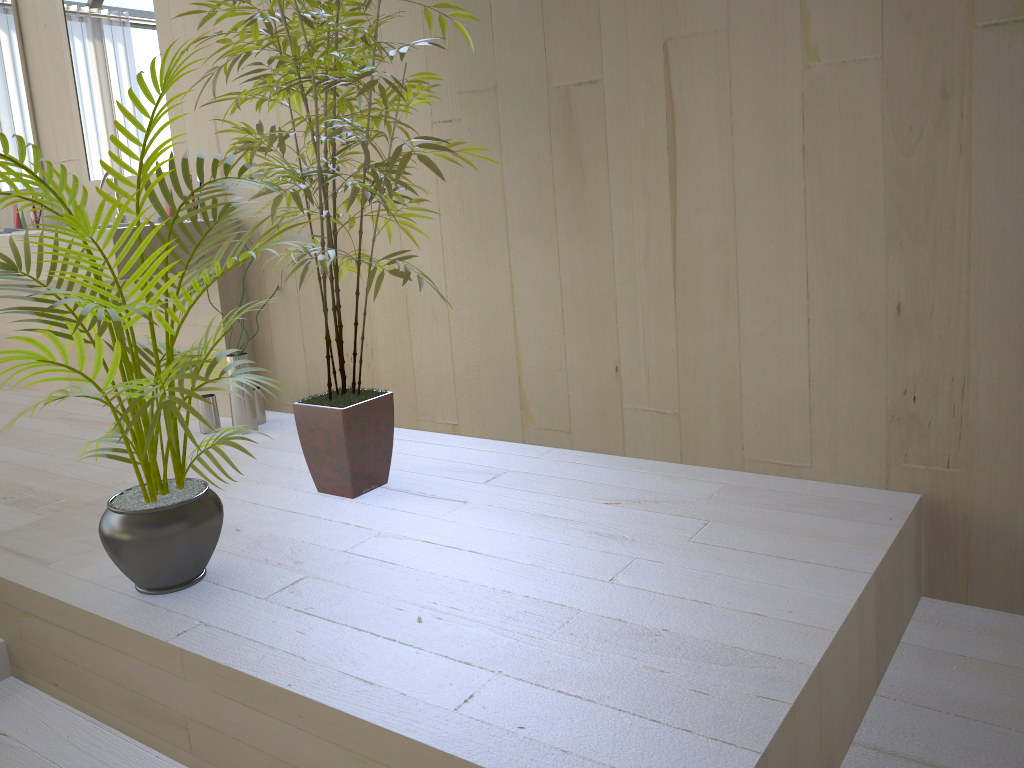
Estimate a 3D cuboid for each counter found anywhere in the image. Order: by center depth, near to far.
[{"bbox_3d":[-1.677,-0.246,3.660,1.207,0.783,0.555,4,13,35],"label":"counter"},{"bbox_3d":[-2.664,-0.326,4.353,1.207,0.783,0.555,4,13,35],"label":"counter"}]

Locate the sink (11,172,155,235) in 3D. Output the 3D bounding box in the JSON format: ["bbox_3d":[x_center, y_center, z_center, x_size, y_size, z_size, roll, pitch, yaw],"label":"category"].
[{"bbox_3d":[-1.708,-0.637,3.535,0.575,0.415,0.508,5,15,38],"label":"sink"}]

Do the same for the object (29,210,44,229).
[{"bbox_3d":[-2.223,-0.763,4.147,0.058,0.099,0.059,5,14,42],"label":"object"}]

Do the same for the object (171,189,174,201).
[{"bbox_3d":[-1.376,-0.716,3.571,0.039,0.133,0.039,-7,10,-13],"label":"object"}]

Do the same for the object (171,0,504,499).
[{"bbox_3d":[-0.474,-0.564,2.441,0.790,1.739,0.941,-10,12,-29],"label":"object"}]

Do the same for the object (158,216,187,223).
[{"bbox_3d":[-1.304,-0.633,3.398,0.104,0.028,0.033,-7,12,-14],"label":"object"}]

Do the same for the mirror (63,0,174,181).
[{"bbox_3d":[-1.670,-1.321,3.760,0.654,0.860,0.023,3,12,35],"label":"mirror"}]

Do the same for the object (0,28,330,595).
[{"bbox_3d":[-0.845,-0.114,1.863,0.918,1.146,0.756,-8,11,-20],"label":"object"}]

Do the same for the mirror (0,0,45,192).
[{"bbox_3d":[-2.533,-1.383,4.333,0.654,0.860,0.023,3,12,35],"label":"mirror"}]

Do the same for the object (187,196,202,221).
[{"bbox_3d":[-1.237,-0.683,3.454,0.059,0.099,0.059,-14,14,-43],"label":"object"}]

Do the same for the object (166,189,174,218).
[{"bbox_3d":[-1.338,-0.695,3.464,0.039,0.133,0.039,-7,10,-13],"label":"object"}]

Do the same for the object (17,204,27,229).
[{"bbox_3d":[-2.362,-0.797,4.263,0.039,0.133,0.039,-5,10,-6],"label":"object"}]

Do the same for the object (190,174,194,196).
[{"bbox_3d":[-1.232,-0.719,3.419,0.012,0.176,0.050,-7,10,-15],"label":"object"}]

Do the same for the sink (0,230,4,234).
[{"bbox_3d":[-2.694,-0.717,4.228,0.575,0.415,0.508,5,15,38],"label":"sink"}]

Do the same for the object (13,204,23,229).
[{"bbox_3d":[-2.325,-0.776,4.157,0.039,0.133,0.039,-5,10,-6],"label":"object"}]

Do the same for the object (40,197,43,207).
[{"bbox_3d":[-2.213,-0.806,4.147,0.054,0.173,0.012,-10,11,-29],"label":"object"}]

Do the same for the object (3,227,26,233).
[{"bbox_3d":[-2.291,-0.713,4.091,0.104,0.028,0.033,-7,12,-14],"label":"object"}]

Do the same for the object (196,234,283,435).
[{"bbox_3d":[-1.007,-0.207,3.332,0.274,0.742,0.411,0,11,23],"label":"object"}]

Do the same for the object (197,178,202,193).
[{"bbox_3d":[-1.226,-0.726,3.455,0.054,0.173,0.012,-10,11,-29],"label":"object"}]

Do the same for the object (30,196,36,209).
[{"bbox_3d":[-2.218,-0.799,4.112,0.012,0.176,0.050,-7,10,-15],"label":"object"}]
